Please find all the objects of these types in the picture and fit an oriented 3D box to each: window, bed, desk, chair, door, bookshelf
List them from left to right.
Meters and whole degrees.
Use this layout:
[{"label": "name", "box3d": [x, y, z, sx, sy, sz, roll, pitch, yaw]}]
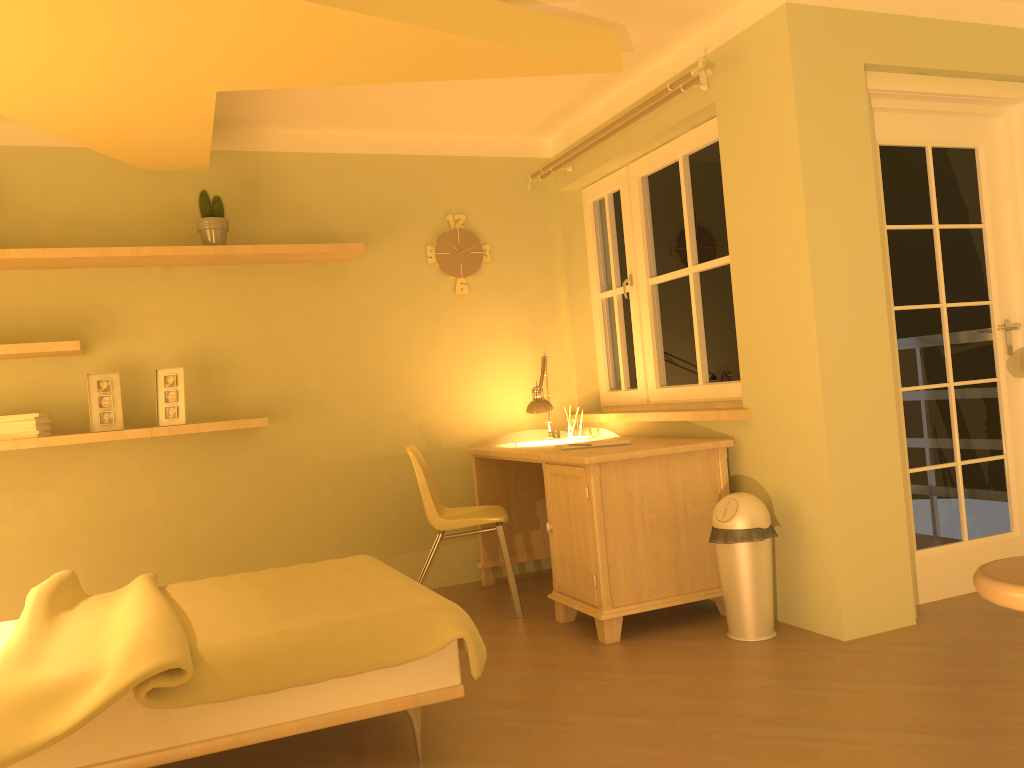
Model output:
[{"label": "bed", "box3d": [-1.349, 0.685, 2.472, 2.378, 0.894, 1.286, -5, -1, -23]}, {"label": "bookshelf", "box3d": [-1.917, 0.041, 3.931, 2.605, 1.240, 0.300, -5, -1, -22]}, {"label": "chair", "box3d": [-0.264, 0.663, 4.150, 0.546, 0.785, 0.531, -5, -1, -2]}, {"label": "desk", "box3d": [0.358, 0.641, 4.131, 0.684, 0.720, 1.396, -5, -1, -22]}, {"label": "window", "box3d": [0.735, -0.502, 4.346, 0.142, 1.263, 1.486, -5, -1, -22]}, {"label": "door", "box3d": [1.799, -0.134, 3.656, 0.884, 2.033, 0.098, -5, -1, -22]}, {"label": "chair", "box3d": [1.095, 0.633, 1.696, 0.364, 0.551, 0.348, -5, -1, -11]}]

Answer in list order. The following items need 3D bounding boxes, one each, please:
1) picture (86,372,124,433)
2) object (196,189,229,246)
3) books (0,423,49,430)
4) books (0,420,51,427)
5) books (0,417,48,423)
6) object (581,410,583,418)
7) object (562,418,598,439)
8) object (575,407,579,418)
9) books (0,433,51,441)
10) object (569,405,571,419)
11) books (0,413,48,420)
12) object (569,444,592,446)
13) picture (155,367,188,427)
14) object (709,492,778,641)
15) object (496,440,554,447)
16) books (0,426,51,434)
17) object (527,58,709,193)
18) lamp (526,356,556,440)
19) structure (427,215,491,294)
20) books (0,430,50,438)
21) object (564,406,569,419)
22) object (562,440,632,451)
[{"label": "picture", "box3d": [-1.840, 0.084, 4.017, 0.134, 0.264, 0.171, -5, -1, -23]}, {"label": "object", "box3d": [-1.402, -0.773, 4.150, 0.145, 0.294, 0.145, -4, -1, -41]}, {"label": "books", "box3d": [-2.165, 0.190, 3.814, 0.270, 0.015, 0.190, -5, -1, -12]}, {"label": "books", "box3d": [-2.159, 0.174, 3.816, 0.270, 0.015, 0.190, -5, -1, -9]}, {"label": "books", "box3d": [-2.178, 0.161, 3.830, 0.270, 0.015, 0.190, -5, -1, -12]}, {"label": "object", "box3d": [0.363, 0.205, 4.679, 0.043, 0.138, 0.010, -6, -1, 41]}, {"label": "object", "box3d": [0.351, 0.234, 4.653, 0.070, 0.105, 0.240, -5, -1, -30]}, {"label": "object", "box3d": [0.334, 0.200, 4.729, 0.073, 0.155, 0.008, -5, -1, 32]}, {"label": "books", "box3d": [-2.160, 0.235, 3.821, 0.270, 0.015, 0.190, -5, -1, -12]}, {"label": "object", "box3d": [0.309, 0.197, 4.755, 0.034, 0.165, 0.009, -5, -1, -30]}, {"label": "books", "box3d": [-2.168, 0.145, 3.822, 0.270, 0.015, 0.190, -5, -1, -17]}, {"label": "object", "box3d": [0.301, 0.270, 3.937, 0.008, 0.009, 0.166, -5, -1, -31]}, {"label": "picture", "box3d": [-1.546, 0.059, 4.094, 0.134, 0.264, 0.171, -5, -1, 4]}, {"label": "object", "box3d": [0.881, 0.678, 3.350, 0.255, 0.535, 0.248, -5, -1, 12]}, {"label": "object", "box3d": [0.068, 0.306, 4.580, 0.300, 0.009, 0.040, -5, -1, 8]}, {"label": "books", "box3d": [-2.158, 0.204, 3.814, 0.270, 0.015, 0.190, -5, -1, -10]}, {"label": "object", "box3d": [0.484, -1.162, 4.190, 0.190, 0.113, 1.708, -5, -1, -22]}, {"label": "lamp", "box3d": [0.143, 0.076, 4.642, 0.140, 0.455, 0.484, -5, -1, 3]}, {"label": "structure", "box3d": [-0.282, -0.702, 4.784, 0.360, 0.432, 0.027, -5, -1, -22]}, {"label": "books", "box3d": [-2.162, 0.220, 3.821, 0.270, 0.015, 0.190, -5, -1, -15]}, {"label": "object", "box3d": [0.303, 0.198, 4.739, 0.009, 0.162, 0.053, -6, -1, 43]}, {"label": "object", "box3d": [0.372, 0.271, 3.945, 0.300, 0.010, 0.210, -5, -1, 3]}]
